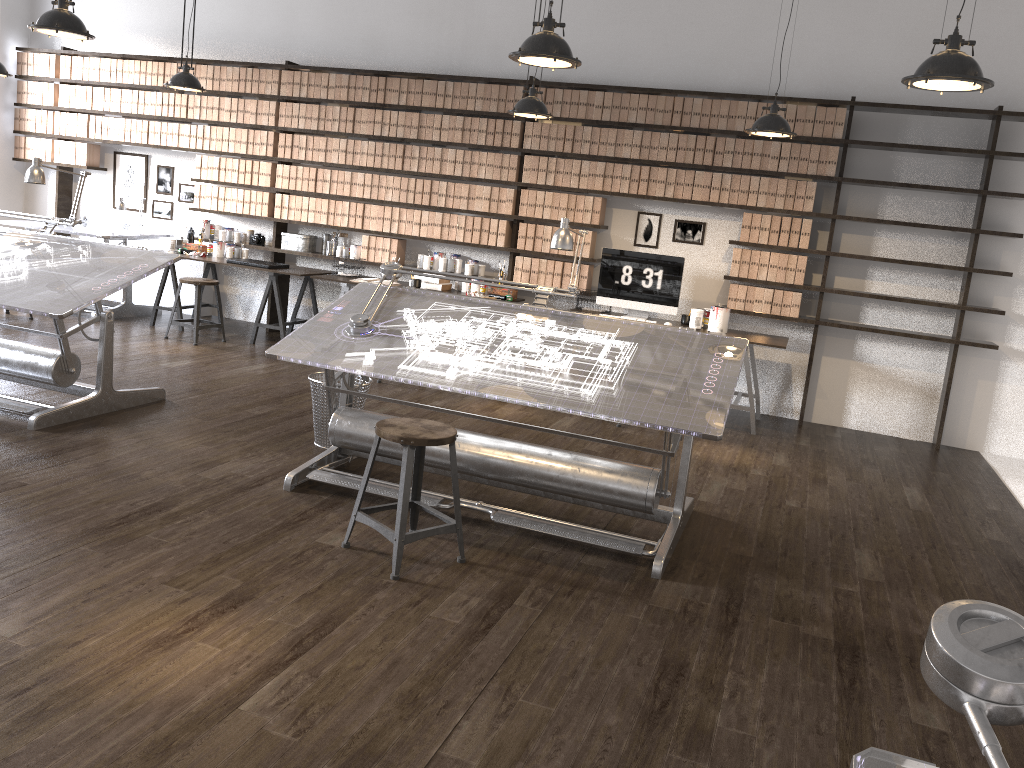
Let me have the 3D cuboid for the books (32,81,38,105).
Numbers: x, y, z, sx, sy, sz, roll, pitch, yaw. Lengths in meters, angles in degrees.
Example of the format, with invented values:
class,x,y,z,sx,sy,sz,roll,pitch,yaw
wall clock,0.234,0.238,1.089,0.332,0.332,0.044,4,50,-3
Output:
class,x,y,z,sx,sy,sz,roll,pitch,yaw
books,-4.747,-2.925,8.948,0.067,0.224,0.175,9,10,18

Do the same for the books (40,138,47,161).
class,x,y,z,sx,sy,sz,roll,pitch,yaw
books,-4.687,-2.365,8.981,0.067,0.224,0.175,9,10,18

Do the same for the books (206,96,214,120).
class,x,y,z,sx,sy,sz,roll,pitch,yaw
books,-2.775,-2.568,8.300,0.067,0.224,0.175,9,10,18

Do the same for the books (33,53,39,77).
class,x,y,z,sx,sy,sz,roll,pitch,yaw
books,-4.716,-3.196,8.910,0.067,0.224,0.175,9,10,18

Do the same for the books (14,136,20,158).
class,x,y,z,sx,sy,sz,roll,pitch,yaw
books,-5.014,-2.424,9.096,0.067,0.224,0.175,9,10,18

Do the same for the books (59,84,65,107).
class,x,y,z,sx,sy,sz,roll,pitch,yaw
books,-4.429,-2.862,8.842,0.067,0.224,0.175,9,10,18

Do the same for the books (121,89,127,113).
class,x,y,z,sx,sy,sz,roll,pitch,yaw
books,-3.706,-2.734,8.605,0.067,0.224,0.175,9,10,18

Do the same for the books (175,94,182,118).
class,x,y,z,sx,sy,sz,roll,pitch,yaw
books,-3.114,-2.629,8.413,0.067,0.224,0.175,9,10,18

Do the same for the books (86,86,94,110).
class,x,y,z,sx,sy,sz,roll,pitch,yaw
books,-4.103,-2.804,8.732,0.067,0.224,0.175,9,10,18

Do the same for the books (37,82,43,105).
class,x,y,z,sx,sy,sz,roll,pitch,yaw
books,-4.686,-2.913,8.923,0.067,0.224,0.175,9,10,18

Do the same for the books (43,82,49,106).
class,x,y,z,sx,sy,sz,roll,pitch,yaw
books,-4.621,-2.903,8.907,0.067,0.224,0.175,9,10,18

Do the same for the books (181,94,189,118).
class,x,y,z,sx,sy,sz,roll,pitch,yaw
books,-3.047,-2.616,8.385,0.067,0.224,0.175,9,10,18

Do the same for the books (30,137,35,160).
class,x,y,z,sx,sy,sz,roll,pitch,yaw
books,-4.813,-2.388,9.027,0.067,0.224,0.175,9,10,18

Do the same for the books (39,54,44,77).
class,x,y,z,sx,sy,sz,roll,pitch,yaw
books,-4.651,-3.184,8.887,0.067,0.224,0.175,9,10,18

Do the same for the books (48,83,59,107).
class,x,y,z,sx,sy,sz,roll,pitch,yaw
books,-4.554,-2.891,8.885,0.067,0.224,0.175,9,10,18

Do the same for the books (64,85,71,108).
class,x,y,z,sx,sy,sz,roll,pitch,yaw
books,-4.362,-2.849,8.816,0.067,0.224,0.175,9,10,18

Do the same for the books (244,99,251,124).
class,x,y,z,sx,sy,sz,roll,pitch,yaw
books,-2.390,-2.500,8.175,0.067,0.224,0.175,9,10,18

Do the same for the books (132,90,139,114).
class,x,y,z,sx,sy,sz,roll,pitch,yaw
books,-3.580,-2.711,8.560,0.067,0.224,0.175,9,10,18

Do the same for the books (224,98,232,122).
class,x,y,z,sx,sy,sz,roll,pitch,yaw
books,-2.591,-2.535,8.237,0.067,0.224,0.175,9,10,18

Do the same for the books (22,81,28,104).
class,x,y,z,sx,sy,sz,roll,pitch,yaw
books,-4.875,-2.947,8.986,0.067,0.224,0.175,9,10,18

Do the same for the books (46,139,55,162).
class,x,y,z,sx,sy,sz,roll,pitch,yaw
books,-4.618,-2.353,8.962,0.067,0.224,0.175,9,10,18

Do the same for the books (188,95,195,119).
class,x,y,z,sx,sy,sz,roll,pitch,yaw
books,-2.974,-2.604,8.367,0.067,0.224,0.175,9,10,18

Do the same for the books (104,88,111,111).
class,x,y,z,sx,sy,sz,roll,pitch,yaw
books,-3.898,-2.768,8.670,0.067,0.224,0.175,9,10,18

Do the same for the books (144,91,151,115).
class,x,y,z,sx,sy,sz,roll,pitch,yaw
books,-3.446,-2.688,8.523,0.067,0.224,0.175,9,10,18

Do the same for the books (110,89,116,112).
class,x,y,z,sx,sy,sz,roll,pitch,yaw
books,-3.831,-2.756,8.648,0.067,0.224,0.175,9,10,18

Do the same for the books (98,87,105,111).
class,x,y,z,sx,sy,sz,roll,pitch,yaw
books,-3.966,-2.779,8.688,0.067,0.224,0.175,9,10,18

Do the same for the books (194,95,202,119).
class,x,y,z,sx,sy,sz,roll,pitch,yaw
books,-2.909,-2.591,8.340,0.067,0.224,0.175,9,10,18

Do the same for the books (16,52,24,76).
class,x,y,z,sx,sy,sz,roll,pitch,yaw
books,-4.920,-3.231,8.970,0.067,0.224,0.175,9,10,18

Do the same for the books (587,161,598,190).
class,x,y,z,sx,sy,sz,roll,pitch,yaw
books,0.672,-1.687,7.193,0.067,0.224,0.175,9,10,18

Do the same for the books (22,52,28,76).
class,x,y,z,sx,sy,sz,roll,pitch,yaw
books,-4.852,-3.218,8.947,0.067,0.224,0.175,9,10,18

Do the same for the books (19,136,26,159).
class,x,y,z,sx,sy,sz,roll,pitch,yaw
books,-4.945,-2.411,9.067,0.067,0.224,0.175,9,10,18

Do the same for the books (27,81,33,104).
class,x,y,z,sx,sy,sz,roll,pitch,yaw
books,-4.807,-2.935,8.966,0.067,0.224,0.175,9,10,18

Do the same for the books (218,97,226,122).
class,x,y,z,sx,sy,sz,roll,pitch,yaw
books,-2.649,-2.546,8.258,0.067,0.224,0.175,9,10,18

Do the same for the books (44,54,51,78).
class,x,y,z,sx,sy,sz,roll,pitch,yaw
books,-4.586,-3.172,8.862,0.067,0.224,0.175,9,10,18

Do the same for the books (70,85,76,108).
class,x,y,z,sx,sy,sz,roll,pitch,yaw
books,-4.294,-2.837,8.794,0.067,0.224,0.175,9,10,18

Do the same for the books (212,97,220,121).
class,x,y,z,sx,sy,sz,roll,pitch,yaw
books,-2.713,-2.556,8.274,0.067,0.224,0.175,9,10,18

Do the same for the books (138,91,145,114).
class,x,y,z,sx,sy,sz,roll,pitch,yaw
books,-3.512,-2.699,8.542,0.067,0.224,0.175,9,10,18

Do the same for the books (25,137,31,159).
class,x,y,z,sx,sy,sz,roll,pitch,yaw
books,-4.874,-2.399,9.050,0.067,0.224,0.175,9,10,18

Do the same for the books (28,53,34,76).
class,x,y,z,sx,sy,sz,roll,pitch,yaw
books,-4.783,-3.207,8.928,0.067,0.224,0.175,9,10,18

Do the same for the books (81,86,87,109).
class,x,y,z,sx,sy,sz,roll,pitch,yaw
books,-4.171,-2.817,8.760,0.067,0.224,0.175,9,10,18

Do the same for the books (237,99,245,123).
class,x,y,z,sx,sy,sz,roll,pitch,yaw
books,-2.456,-2.511,8.195,0.067,0.224,0.175,9,10,18

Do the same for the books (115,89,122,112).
class,x,y,z,sx,sy,sz,roll,pitch,yaw
books,-3.770,-2.744,8.622,0.067,0.224,0.175,9,10,18

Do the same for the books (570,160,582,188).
class,x,y,z,sx,sy,sz,roll,pitch,yaw
books,0.544,-1.709,7.232,0.067,0.224,0.175,9,10,18

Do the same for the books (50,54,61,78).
class,x,y,z,sx,sy,sz,roll,pitch,yaw
books,-4.518,-3.160,8.841,0.067,0.224,0.175,9,10,18

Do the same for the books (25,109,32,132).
class,x,y,z,sx,sy,sz,roll,pitch,yaw
books,-4.858,-2.672,9.015,0.067,0.224,0.175,9,10,18

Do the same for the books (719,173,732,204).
class,x,y,z,sx,sy,sz,roll,pitch,yaw
books,1.664,-1.510,6.865,0.067,0.224,0.175,9,10,18

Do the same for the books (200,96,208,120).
class,x,y,z,sx,sy,sz,roll,pitch,yaw
books,-2.841,-2.580,8.322,0.067,0.224,0.175,9,10,18

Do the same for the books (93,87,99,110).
class,x,y,z,sx,sy,sz,roll,pitch,yaw
books,-4.031,-2.792,8.714,0.067,0.224,0.175,9,10,18

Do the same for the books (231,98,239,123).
class,x,y,z,sx,sy,sz,roll,pitch,yaw
books,-2.523,-2.523,8.213,0.067,0.224,0.175,9,10,18

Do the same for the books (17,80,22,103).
class,x,y,z,sx,sy,sz,roll,pitch,yaw
books,-4.940,-2.959,9.012,0.067,0.224,0.175,9,10,18

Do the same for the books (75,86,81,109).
class,x,y,z,sx,sy,sz,roll,pitch,yaw
books,-4.233,-2.828,8.778,0.067,0.224,0.175,9,10,18

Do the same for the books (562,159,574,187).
class,x,y,z,sx,sy,sz,roll,pitch,yaw
books,0.479,-1.721,7.257,0.067,0.224,0.175,9,10,18

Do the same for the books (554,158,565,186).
class,x,y,z,sx,sy,sz,roll,pitch,yaw
books,0.414,-1.733,7.281,0.067,0.224,0.175,9,10,18

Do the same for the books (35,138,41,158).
class,x,y,z,sx,sy,sz,roll,pitch,yaw
books,-4.755,-2.377,9.003,0.067,0.224,0.175,9,10,18
